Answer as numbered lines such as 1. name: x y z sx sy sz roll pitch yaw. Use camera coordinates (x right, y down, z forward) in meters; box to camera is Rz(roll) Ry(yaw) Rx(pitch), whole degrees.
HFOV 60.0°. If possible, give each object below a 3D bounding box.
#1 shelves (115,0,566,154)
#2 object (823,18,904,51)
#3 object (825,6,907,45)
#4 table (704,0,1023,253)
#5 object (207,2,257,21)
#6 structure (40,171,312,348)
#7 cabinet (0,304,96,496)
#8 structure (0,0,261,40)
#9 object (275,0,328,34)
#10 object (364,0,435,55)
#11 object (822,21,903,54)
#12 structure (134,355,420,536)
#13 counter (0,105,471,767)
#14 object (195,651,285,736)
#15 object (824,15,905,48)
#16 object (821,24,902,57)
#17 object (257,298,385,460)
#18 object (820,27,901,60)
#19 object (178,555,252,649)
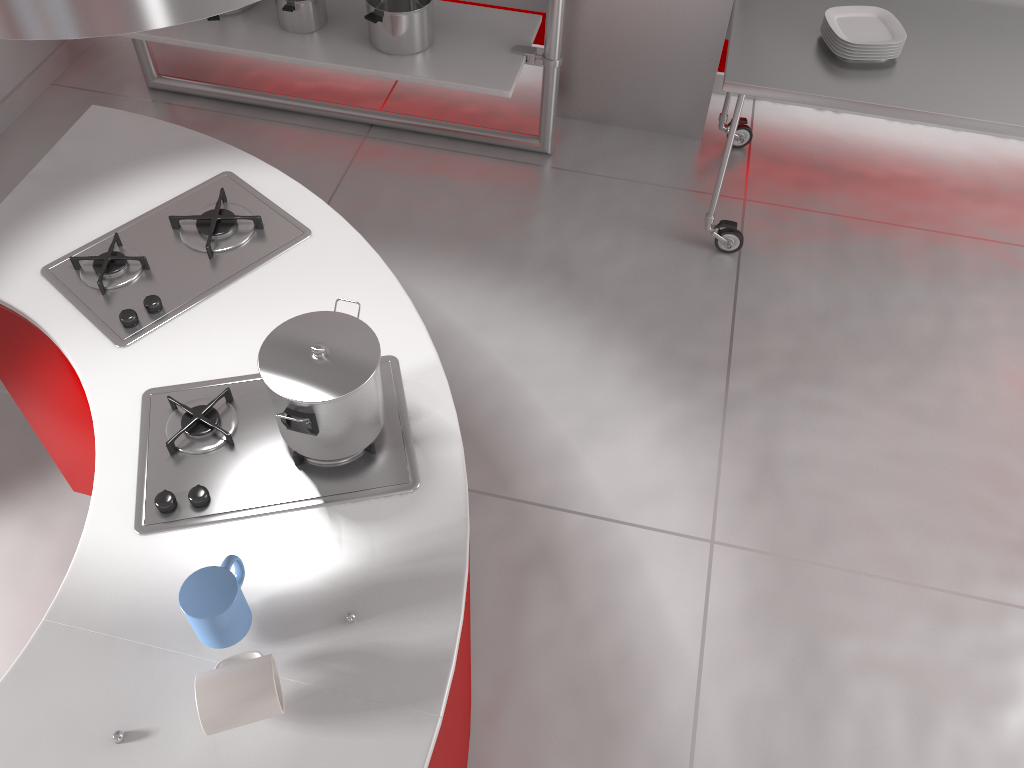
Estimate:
1. shelves: -0.635 -1.897 2.591 1.735 2.599 0.535 11 51 7
2. object: 1.082 -1.083 2.742 0.228 0.020 0.228 -3 51 -5
3. object: 1.083 -1.096 2.726 0.228 0.020 0.228 -3 51 -5
4. table: 1.482 -0.794 3.016 1.627 0.682 0.749 12 51 7
5. object: -1.119 -1.475 3.287 0.308 0.130 0.407 17 52 11
6. structure: -0.675 -0.279 1.790 0.303 0.037 0.457 36 58 24
7. cabinet: -1.521 0.681 1.524 1.875 0.761 1.025 -25 56 -21
8. structure: -0.475 -0.888 0.714 0.644 0.958 0.644 -15 53 -14
9. object: -0.769 -1.379 3.229 0.182 0.122 0.196 -22 55 -19
10. object: -0.397 -1.308 3.161 0.240 0.161 0.259 -2 51 -4
11. object: 1.082 -1.076 2.750 0.228 0.020 0.228 -3 51 -5
12. structure: -0.403 0.082 1.507 0.457 0.037 0.303 -8 52 -9
13. counter: -1.268 0.785 1.492 2.865 0.880 1.868 -35 60 -27
14. object: -0.367 0.403 1.193 0.100 0.080 0.109 -12 52 -12
15. object: 1.083 -1.089 2.734 0.228 0.020 0.228 -3 51 -5
16. object: 1.082 -1.070 2.758 0.228 0.020 0.228 -3 51 -5
17. object: -0.301 0.001 1.435 0.189 0.185 0.218 -19 54 -17
18. object: 1.081 -1.063 2.766 0.228 0.020 0.228 -3 51 -5
19. object: -0.420 0.304 1.260 0.080 0.100 0.109 -10 52 -10
